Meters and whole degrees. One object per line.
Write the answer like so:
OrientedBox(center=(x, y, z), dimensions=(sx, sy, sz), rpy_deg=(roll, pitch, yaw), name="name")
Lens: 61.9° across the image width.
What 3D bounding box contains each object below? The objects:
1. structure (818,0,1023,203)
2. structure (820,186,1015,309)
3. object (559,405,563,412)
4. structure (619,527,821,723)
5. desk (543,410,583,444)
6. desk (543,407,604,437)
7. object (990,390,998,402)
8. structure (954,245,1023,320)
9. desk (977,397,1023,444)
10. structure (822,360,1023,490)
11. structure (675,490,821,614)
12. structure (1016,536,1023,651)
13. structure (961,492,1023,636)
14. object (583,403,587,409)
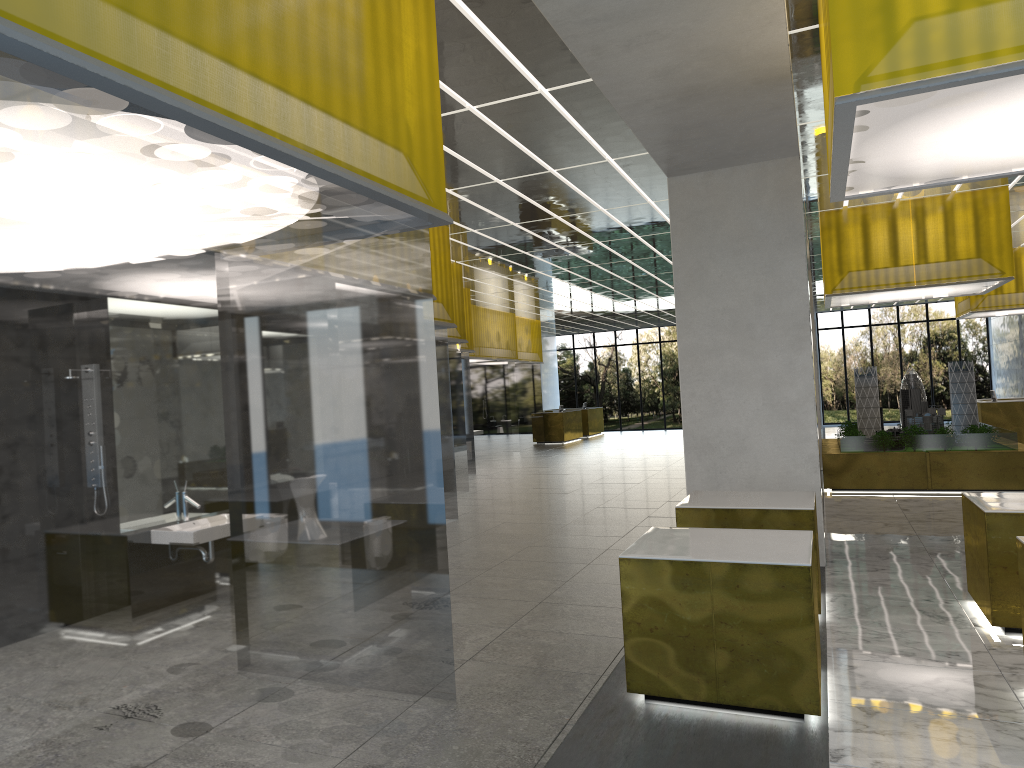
OrientedBox(center=(3.969, -2.962, 5.984), dimensions=(3.392, 2.269, 3.117), rpy_deg=(-3, -1, 24), name="structure")
OrientedBox(center=(8.476, -3.039, 18.419), dimensions=(3.393, 2.269, 3.117), rpy_deg=(-3, -1, 24), name="structure")
OrientedBox(center=(2.334, 1.408, 42.727), dimensions=(0.574, 0.667, 0.721), rpy_deg=(-3, -1, 23), name="object")
OrientedBox(center=(1.722, 1.871, 6.908), dimensions=(1.423, 1.173, 1.387), rpy_deg=(-3, -1, 24), name="structure")
OrientedBox(center=(1.558, 2.175, 43.175), dimensions=(3.353, 1.508, 3.347), rpy_deg=(-3, -1, 24), name="desk")
OrientedBox(center=(3.124, 2.149, 47.497), dimensions=(3.353, 1.508, 3.347), rpy_deg=(-3, -1, 24), name="desk")
OrientedBox(center=(14.886, 0.521, 26.116), dimensions=(0.574, 0.667, 0.721), rpy_deg=(-3, -1, 23), name="object")
OrientedBox(center=(15.445, -3.314, 25.735), dimensions=(3.393, 2.269, 2.996), rpy_deg=(-3, -1, 24), name="structure")
OrientedBox(center=(15.748, 1.189, 25.652), dimensions=(3.353, 1.508, 3.347), rpy_deg=(-3, -1, 24), name="desk")
OrientedBox(center=(9.172, 0.829, 19.504), dimensions=(4.032, 2.571, 4.950), rpy_deg=(-3, -1, 23), name="structure")
OrientedBox(center=(2.648, 1.855, 9.462), dimensions=(1.423, 1.173, 1.387), rpy_deg=(-3, -1, 24), name="structure")
OrientedBox(center=(4.287, 1.716, 5.546), dimensions=(1.423, 1.173, 1.387), rpy_deg=(-3, -1, 24), name="structure")
OrientedBox(center=(5.214, 1.700, 8.104), dimensions=(1.423, 1.173, 1.387), rpy_deg=(-3, -1, 24), name="structure")
OrientedBox(center=(3.914, 1.381, 47.087), dimensions=(0.573, 0.667, 0.721), rpy_deg=(-3, -1, 23), name="object")
